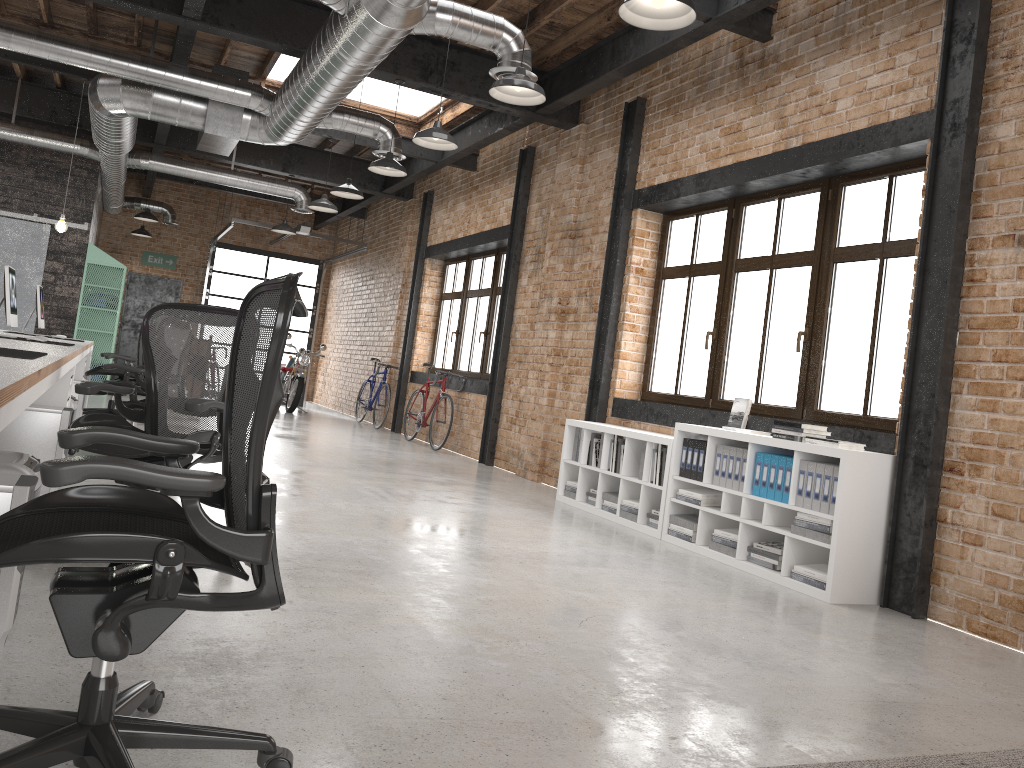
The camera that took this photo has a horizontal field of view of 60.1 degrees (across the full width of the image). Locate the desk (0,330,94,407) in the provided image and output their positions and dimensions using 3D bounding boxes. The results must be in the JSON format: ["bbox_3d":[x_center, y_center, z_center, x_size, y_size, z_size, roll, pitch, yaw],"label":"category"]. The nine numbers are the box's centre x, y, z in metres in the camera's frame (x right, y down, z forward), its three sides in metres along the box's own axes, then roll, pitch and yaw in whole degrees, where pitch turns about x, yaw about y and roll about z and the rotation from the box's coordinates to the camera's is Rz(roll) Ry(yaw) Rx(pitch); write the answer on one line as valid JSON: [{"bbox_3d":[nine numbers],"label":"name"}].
[{"bbox_3d":[-4.827,-0.106,7.318,2.305,0.771,5.116,8,0,-24],"label":"desk"}]

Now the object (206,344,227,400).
[{"bbox_3d":[-5.326,-0.206,15.749,0.409,1.035,1.735,8,-1,-18],"label":"object"}]

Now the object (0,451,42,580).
[{"bbox_3d":[-1.665,0.463,2.828,0.250,0.467,0.338,9,-2,-24],"label":"object"}]

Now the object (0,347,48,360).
[{"bbox_3d":[-2.195,-0.152,3.406,0.685,0.008,0.849,8,0,-24],"label":"object"}]

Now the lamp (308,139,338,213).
[{"bbox_3d":[-2.224,-2.529,10.699,0.361,0.858,0.361,8,-2,-7],"label":"lamp"}]

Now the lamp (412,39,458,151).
[{"bbox_3d":[-0.515,-2.561,6.993,0.363,1.366,0.360,5,-3,38],"label":"lamp"}]

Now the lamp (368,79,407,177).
[{"bbox_3d":[-1.092,-2.381,8.186,0.362,0.858,0.361,8,-2,-2],"label":"lamp"}]

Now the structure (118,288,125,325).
[{"bbox_3d":[-7.235,-1.090,15.622,0.555,2.105,1.119,9,-3,-24],"label":"structure"}]

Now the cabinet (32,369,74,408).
[{"bbox_3d":[-2.838,0.218,5.111,0.458,0.649,0.388,8,-2,-24],"label":"cabinet"}]

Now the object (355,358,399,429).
[{"bbox_3d":[-2.113,0.121,13.531,0.400,1.042,1.740,9,-1,-30],"label":"object"}]

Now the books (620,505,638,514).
[{"bbox_3d":[0.949,0.913,6.451,0.206,0.067,0.275,8,0,-24],"label":"books"}]

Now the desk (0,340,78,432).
[{"bbox_3d":[-2.724,0.169,2.651,2.305,0.771,5.116,8,0,-24],"label":"desk"}]

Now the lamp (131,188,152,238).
[{"bbox_3d":[-6.621,-3.351,16.070,0.362,1.341,0.360,5,-4,43],"label":"lamp"}]

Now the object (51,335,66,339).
[{"bbox_3d":[-4.496,-0.466,8.778,0.118,0.017,0.439,8,0,-24],"label":"object"}]

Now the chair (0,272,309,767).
[{"bbox_3d":[-0.762,0.269,1.779,0.789,1.088,0.772,9,-3,-41],"label":"chair"}]

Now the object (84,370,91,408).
[{"bbox_3d":[-4.811,0.058,9.460,0.539,0.456,0.221,8,-2,-24],"label":"object"}]

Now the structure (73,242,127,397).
[{"bbox_3d":[-5.973,-0.925,12.821,0.555,2.105,1.119,9,-3,-24],"label":"structure"}]

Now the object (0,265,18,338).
[{"bbox_3d":[-3.539,-0.576,6.200,0.189,0.486,0.484,9,-2,-24],"label":"object"}]

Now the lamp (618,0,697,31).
[{"bbox_3d":[0.764,-2.394,4.156,0.361,1.366,0.361,8,-3,-7],"label":"lamp"}]

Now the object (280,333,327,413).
[{"bbox_3d":[-3.823,-0.188,15.444,0.810,1.363,2.181,9,-2,-36],"label":"object"}]

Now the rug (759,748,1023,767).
[{"bbox_3d":[2.064,1.191,1.313,2.721,0.004,3.000,8,0,-24],"label":"rug"}]

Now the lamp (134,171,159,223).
[{"bbox_3d":[-5.606,-3.218,13.818,0.362,1.341,0.360,5,-4,43],"label":"lamp"}]

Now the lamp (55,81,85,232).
[{"bbox_3d":[-4.749,-2.464,9.571,0.123,1.682,0.123,9,-3,-26],"label":"lamp"}]

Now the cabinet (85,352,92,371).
[{"bbox_3d":[-4.936,-0.057,9.765,0.458,0.649,0.388,8,-2,-24],"label":"cabinet"}]

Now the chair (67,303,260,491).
[{"bbox_3d":[-1.466,0.178,3.714,0.770,1.088,0.791,8,-2,-1],"label":"chair"}]

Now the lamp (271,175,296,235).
[{"bbox_3d":[-3.328,-2.673,13.148,0.363,0.858,0.360,5,-3,43],"label":"lamp"}]

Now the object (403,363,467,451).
[{"bbox_3d":[-1.052,0.259,11.176,0.400,1.042,1.740,9,-1,-30],"label":"object"}]

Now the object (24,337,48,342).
[{"bbox_3d":[-3.359,-0.317,6.255,0.118,0.017,0.439,8,0,-24],"label":"object"}]

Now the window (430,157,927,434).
[{"bbox_3d":[0.669,-0.751,8.931,0.146,1.694,8.645,9,-1,-24],"label":"window"}]

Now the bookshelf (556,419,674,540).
[{"bbox_3d":[0.907,0.697,6.797,0.399,0.686,1.546,9,-1,-24],"label":"bookshelf"}]

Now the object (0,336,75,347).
[{"bbox_3d":[-3.475,-0.319,6.243,0.685,0.008,0.849,8,0,-24],"label":"object"}]

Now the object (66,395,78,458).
[{"bbox_3d":[-2.953,0.295,5.686,0.250,0.467,0.338,9,-2,-24],"label":"object"}]

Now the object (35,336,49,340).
[{"bbox_3d":[-3.486,-0.340,6.557,0.106,0.028,0.059,8,-1,-25],"label":"object"}]

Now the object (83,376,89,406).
[{"bbox_3d":[-4.100,0.145,8.230,0.250,0.467,0.338,9,-2,-24],"label":"object"}]

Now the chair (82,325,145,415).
[{"bbox_3d":[-3.997,-0.154,9.002,0.772,1.088,0.789,6,-3,44],"label":"chair"}]

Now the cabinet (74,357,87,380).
[{"bbox_3d":[-4.055,0.058,7.812,0.458,0.649,0.388,8,-2,-24],"label":"cabinet"}]

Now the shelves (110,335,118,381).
[{"bbox_3d":[-6.654,-0.389,14.177,0.565,0.857,0.986,8,-2,-24],"label":"shelves"}]

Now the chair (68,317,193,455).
[{"bbox_3d":[-2.744,0.010,6.514,0.791,1.088,0.770,8,-2,-16],"label":"chair"}]

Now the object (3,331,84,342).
[{"bbox_3d":[-4.612,-0.468,8.766,0.685,0.008,0.849,8,0,-25],"label":"object"}]

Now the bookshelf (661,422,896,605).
[{"bbox_3d":[1.558,0.723,5.386,0.399,0.802,1.545,9,-1,-24],"label":"bookshelf"}]

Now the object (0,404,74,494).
[{"bbox_3d":[-2.694,0.335,4.763,0.539,0.456,0.221,8,-2,-24],"label":"object"}]

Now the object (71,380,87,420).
[{"bbox_3d":[-3.931,0.173,7.508,0.539,0.456,0.221,8,-2,-24],"label":"object"}]

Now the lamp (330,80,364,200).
[{"bbox_3d":[-1.696,-2.716,9.613,0.361,1.366,0.362,8,-3,-17],"label":"lamp"}]

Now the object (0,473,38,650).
[{"bbox_3d":[-1.640,0.473,2.425,0.539,0.456,0.221,8,-2,-24],"label":"object"}]

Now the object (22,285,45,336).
[{"bbox_3d":[-4.677,-0.725,8.722,0.189,0.486,0.484,9,-2,-24],"label":"object"}]

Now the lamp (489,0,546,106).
[{"bbox_3d":[0.089,-2.227,5.567,0.361,0.858,0.361,8,-2,-7],"label":"lamp"}]

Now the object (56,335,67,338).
[{"bbox_3d":[-4.623,-0.489,9.080,0.106,0.028,0.059,8,-1,-25],"label":"object"}]
